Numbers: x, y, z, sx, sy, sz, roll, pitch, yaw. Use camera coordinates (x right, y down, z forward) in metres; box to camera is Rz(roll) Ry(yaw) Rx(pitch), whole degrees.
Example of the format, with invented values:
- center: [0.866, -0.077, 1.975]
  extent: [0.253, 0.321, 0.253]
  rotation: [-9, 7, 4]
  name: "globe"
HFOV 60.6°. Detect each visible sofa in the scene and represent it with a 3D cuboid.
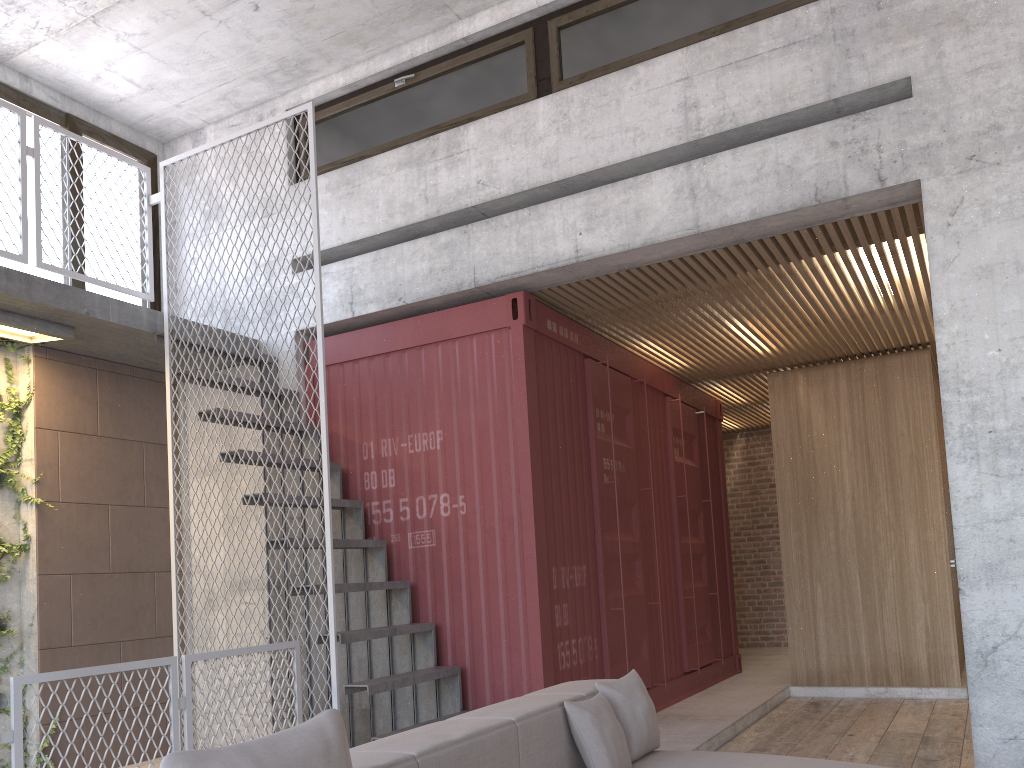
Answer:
- center: [0.879, 1.341, 2.240]
  extent: [3.035, 0.772, 3.036]
  rotation: [-10, -14, 28]
  name: "sofa"

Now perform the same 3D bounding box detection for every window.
- center: [-3.818, -1.342, 5.725]
  extent: [0.111, 1.716, 3.612]
  rotation: [-5, -11, 28]
  name: "window"
- center: [2.007, -2.451, 4.799]
  extent: [8.505, 0.600, 0.114]
  rotation: [-10, -7, 28]
  name: "window"

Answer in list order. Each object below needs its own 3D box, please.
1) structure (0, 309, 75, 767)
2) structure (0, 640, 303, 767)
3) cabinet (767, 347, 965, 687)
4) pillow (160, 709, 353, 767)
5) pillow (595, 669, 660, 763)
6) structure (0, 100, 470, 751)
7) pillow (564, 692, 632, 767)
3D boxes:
- center: [-3.697, 1.077, 4.926]
  extent: [1.012, 3.760, 2.653]
  rotation: [-6, -7, 28]
  name: "structure"
- center: [-3.127, 1.749, 3.643]
  extent: [1.941, 0.917, 4.486]
  rotation: [-9, -13, 27]
  name: "structure"
- center: [4.205, 1.607, 9.960]
  extent: [1.528, 3.075, 3.800]
  rotation: [-6, -10, 28]
  name: "cabinet"
- center: [-0.517, 1.040, 1.943]
  extent: [0.223, 0.548, 0.569]
  rotation: [-6, -9, 30]
  name: "pillow"
- center: [0.531, 1.481, 3.928]
  extent: [0.189, 0.360, 0.365]
  rotation: [-7, -9, 33]
  name: "pillow"
- center: [-2.468, 0.441, 4.953]
  extent: [3.059, 4.246, 3.723]
  rotation: [-7, -9, 28]
  name: "structure"
- center: [0.363, 1.448, 3.570]
  extent: [0.188, 0.353, 0.375]
  rotation: [-6, -9, 27]
  name: "pillow"
